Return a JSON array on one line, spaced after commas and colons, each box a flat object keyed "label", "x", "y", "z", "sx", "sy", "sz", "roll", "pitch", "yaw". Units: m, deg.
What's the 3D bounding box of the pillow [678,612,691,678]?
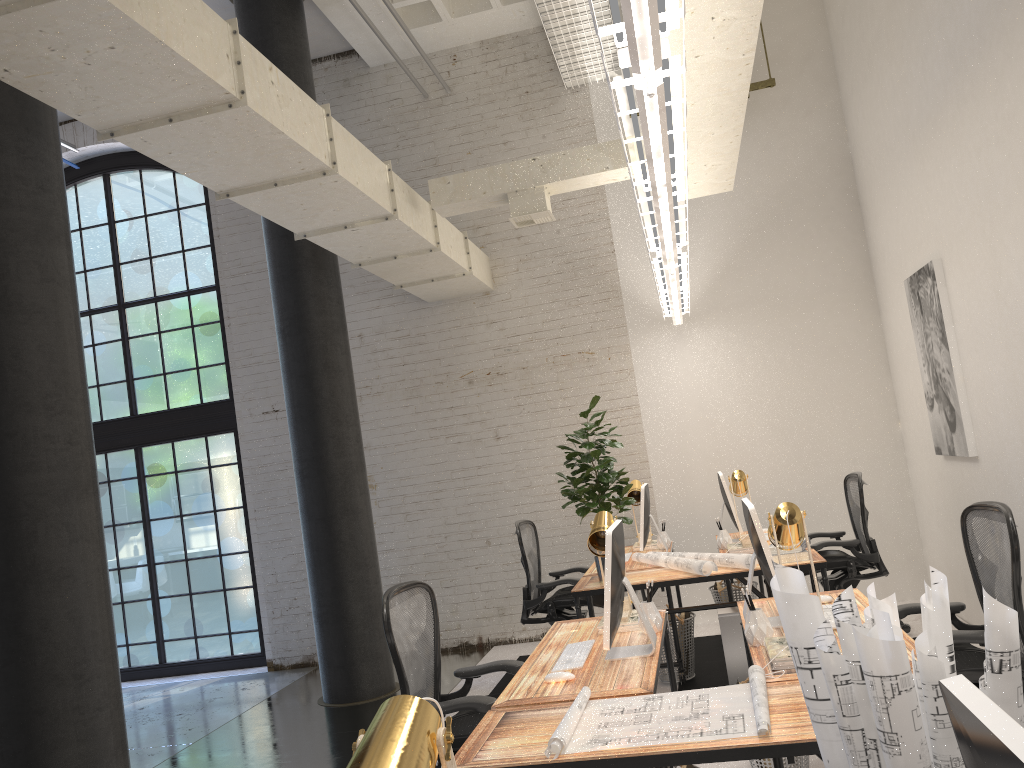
[{"label": "pillow", "x": 1.084, "y": 1.632, "z": 5.573, "sx": 0.120, "sy": 0.406, "sz": 0.239, "roll": -9, "pitch": -5, "yaw": 11}]

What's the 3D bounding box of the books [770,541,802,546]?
[{"label": "books", "x": 1.529, "y": 0.876, "z": 4.964, "sx": 0.153, "sy": 0.030, "sz": 0.185, "roll": -9, "pitch": -5, "yaw": 9}]

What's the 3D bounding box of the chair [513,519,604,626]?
[{"label": "chair", "x": 0.369, "y": 1.446, "z": 6.106, "sx": 0.792, "sy": 1.084, "sz": 0.771, "roll": -8, "pitch": -5, "yaw": -5}]

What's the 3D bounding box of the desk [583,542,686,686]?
[{"label": "desk", "x": 0.883, "y": 1.549, "z": 6.095, "sx": 0.529, "sy": 0.723, "sz": 1.402, "roll": -9, "pitch": -5, "yaw": 11}]

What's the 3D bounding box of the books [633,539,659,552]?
[{"label": "books", "x": 1.008, "y": 1.182, "z": 6.518, "sx": 0.225, "sy": 0.038, "sz": 0.309, "roll": -9, "pitch": -5, "yaw": 11}]

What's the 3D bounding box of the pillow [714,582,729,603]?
[{"label": "pillow", "x": 1.549, "y": 1.642, "z": 6.426, "sx": 0.120, "sy": 0.406, "sz": 0.239, "roll": -9, "pitch": -5, "yaw": 11}]

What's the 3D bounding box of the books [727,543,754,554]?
[{"label": "books", "x": 1.467, "y": 1.025, "z": 5.564, "sx": 0.225, "sy": 0.038, "sz": 0.309, "roll": -9, "pitch": -5, "yaw": 11}]

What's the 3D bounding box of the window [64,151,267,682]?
[{"label": "window", "x": -3.689, "y": 0.288, "z": 8.658, "sx": 2.492, "sy": 5.173, "sz": 0.138, "roll": -9, "pitch": -4, "yaw": 11}]

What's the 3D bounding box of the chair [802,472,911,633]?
[{"label": "chair", "x": 2.165, "y": 1.164, "z": 5.944, "sx": 0.792, "sy": 1.084, "sz": 0.771, "roll": -8, "pitch": -5, "yaw": -5}]

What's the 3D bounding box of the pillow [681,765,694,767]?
[{"label": "pillow", "x": 0.576, "y": 1.485, "z": 2.941, "sx": 0.120, "sy": 0.406, "sz": 0.239, "roll": -9, "pitch": -5, "yaw": 11}]

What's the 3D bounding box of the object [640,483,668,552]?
[{"label": "object", "x": 0.922, "y": 0.920, "z": 5.980, "sx": 0.190, "sy": 0.485, "sz": 0.484, "roll": -9, "pitch": -5, "yaw": 11}]

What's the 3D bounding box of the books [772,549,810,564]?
[{"label": "books", "x": 1.530, "y": 0.954, "z": 4.944, "sx": 0.200, "sy": 0.050, "sz": 0.272, "roll": -9, "pitch": -5, "yaw": 8}]

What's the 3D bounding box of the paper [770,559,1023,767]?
[{"label": "paper", "x": 0.859, "y": 0.939, "z": 1.829, "sx": 0.412, "sy": 1.196, "sz": 0.441, "roll": -8, "pitch": -5, "yaw": -11}]

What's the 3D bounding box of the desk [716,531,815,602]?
[{"label": "desk", "x": 1.703, "y": 1.411, "z": 5.928, "sx": 0.529, "sy": 0.723, "sz": 1.402, "roll": -9, "pitch": -5, "yaw": 11}]

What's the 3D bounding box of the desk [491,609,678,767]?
[{"label": "desk", "x": 0.376, "y": 1.402, "z": 3.463, "sx": 0.529, "sy": 0.723, "sz": 1.402, "roll": -9, "pitch": -5, "yaw": 11}]

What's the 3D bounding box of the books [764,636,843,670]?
[{"label": "books", "x": 0.959, "y": 0.879, "z": 2.932, "sx": 0.225, "sy": 0.038, "sz": 0.309, "roll": -9, "pitch": -5, "yaw": 11}]

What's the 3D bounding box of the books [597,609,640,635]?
[{"label": "books", "x": 0.500, "y": 1.035, "z": 3.885, "sx": 0.225, "sy": 0.038, "sz": 0.309, "roll": -9, "pitch": -5, "yaw": 11}]

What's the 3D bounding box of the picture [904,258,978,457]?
[{"label": "picture", "x": 2.680, "y": -0.137, "z": 5.575, "sx": 0.049, "sy": 1.182, "sz": 0.731, "roll": -9, "pitch": -5, "yaw": 11}]

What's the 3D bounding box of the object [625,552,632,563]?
[{"label": "object", "x": 0.746, "y": 1.187, "z": 6.029, "sx": 0.119, "sy": 0.017, "sz": 0.439, "roll": -9, "pitch": -5, "yaw": 11}]

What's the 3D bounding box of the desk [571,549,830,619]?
[{"label": "desk", "x": 1.105, "y": 1.419, "z": 5.059, "sx": 1.401, "sy": 0.723, "sz": 0.530, "roll": -9, "pitch": -5, "yaw": 11}]

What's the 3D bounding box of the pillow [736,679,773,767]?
[{"label": "pillow", "x": 1.041, "y": 1.495, "z": 3.794, "sx": 0.120, "sy": 0.406, "sz": 0.239, "roll": -9, "pitch": -5, "yaw": 11}]

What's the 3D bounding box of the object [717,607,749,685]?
[{"label": "object", "x": 1.496, "y": 1.508, "z": 5.125, "sx": 0.544, "sy": 0.454, "sz": 0.221, "roll": -9, "pitch": -5, "yaw": 11}]

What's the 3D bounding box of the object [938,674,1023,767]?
[{"label": "object", "x": 0.445, "y": 0.519, "z": 0.659, "sx": 0.190, "sy": 0.485, "sz": 0.484, "roll": -9, "pitch": -5, "yaw": 11}]

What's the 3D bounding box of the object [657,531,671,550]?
[{"label": "object", "x": 1.074, "y": 1.107, "z": 6.285, "sx": 0.101, "sy": 0.126, "sz": 0.101, "roll": -5, "pitch": -6, "yaw": -34}]

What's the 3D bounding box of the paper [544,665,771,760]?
[{"label": "paper", "x": 0.430, "y": 0.915, "z": 2.509, "sx": 0.626, "sy": 0.061, "sz": 0.568, "roll": -9, "pitch": -5, "yaw": 8}]

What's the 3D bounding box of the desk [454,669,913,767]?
[{"label": "desk", "x": 0.598, "y": 1.273, "z": 2.427, "sx": 1.401, "sy": 0.723, "sz": 0.530, "roll": -9, "pitch": -5, "yaw": 11}]

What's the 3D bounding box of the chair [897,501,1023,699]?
[{"label": "chair", "x": 1.657, "y": 1.018, "z": 3.312, "sx": 0.792, "sy": 1.084, "sz": 0.771, "roll": -8, "pitch": -5, "yaw": -5}]

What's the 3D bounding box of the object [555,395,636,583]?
[{"label": "object", "x": 0.489, "y": 0.612, "z": 5.197, "sx": 0.439, "sy": 1.076, "sz": 0.514, "roll": -9, "pitch": -5, "yaw": 2}]

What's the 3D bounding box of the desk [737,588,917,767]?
[{"label": "desk", "x": 1.195, "y": 1.265, "z": 3.296, "sx": 0.529, "sy": 0.723, "sz": 1.402, "roll": -9, "pitch": -5, "yaw": 11}]

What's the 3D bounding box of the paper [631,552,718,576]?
[{"label": "paper", "x": 0.926, "y": 1.056, "z": 5.272, "sx": 0.083, "sy": 0.082, "sz": 1.136, "roll": -7, "pitch": -5, "yaw": -14}]

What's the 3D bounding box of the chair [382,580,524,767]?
[{"label": "chair", "x": -0.138, "y": 1.300, "z": 3.474, "sx": 0.792, "sy": 1.084, "sz": 0.771, "roll": -8, "pitch": -5, "yaw": -5}]

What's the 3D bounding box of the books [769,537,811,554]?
[{"label": "books", "x": 1.548, "y": 0.905, "z": 4.958, "sx": 0.193, "sy": 0.044, "sz": 0.257, "roll": -11, "pitch": -6, "yaw": 28}]

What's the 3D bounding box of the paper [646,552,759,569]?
[{"label": "paper", "x": 1.088, "y": 1.029, "z": 5.239, "sx": 0.083, "sy": 0.082, "sz": 1.136, "roll": -6, "pitch": -6, "yaw": -24}]
